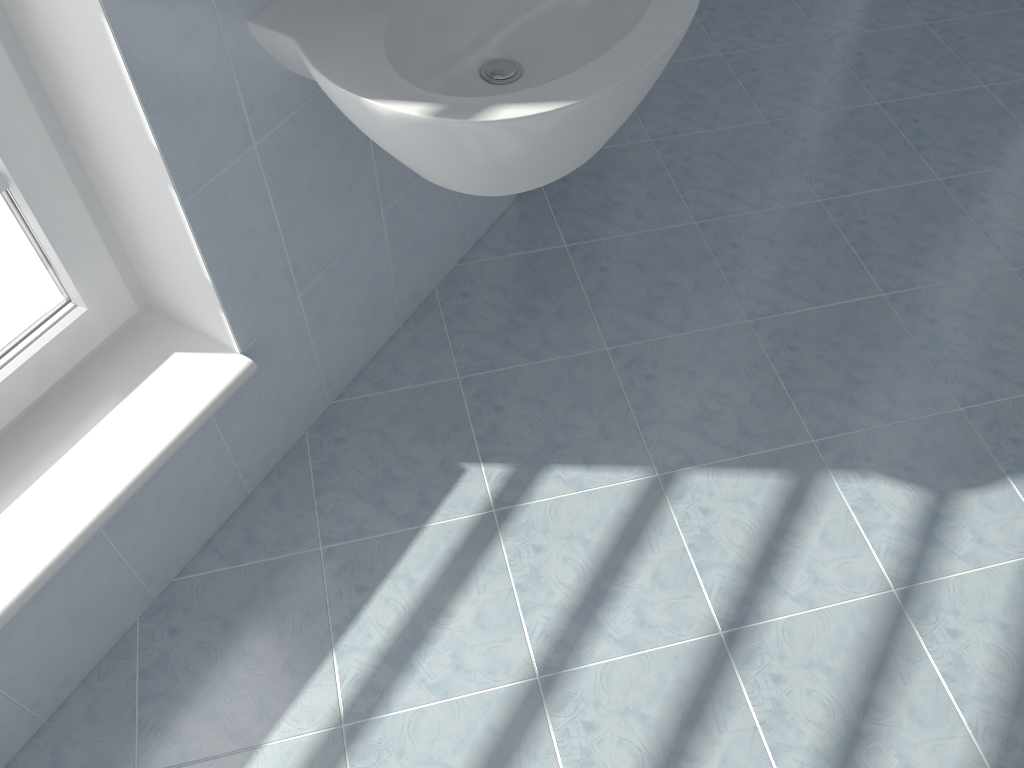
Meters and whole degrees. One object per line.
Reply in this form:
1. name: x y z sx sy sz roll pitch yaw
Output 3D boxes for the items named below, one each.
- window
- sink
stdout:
1. window: -0.905 -0.433 0.518 0.142 2.067 0.963 26 57 19
2. sink: -0.008 -0.508 1.344 0.533 0.489 0.634 26 57 19
